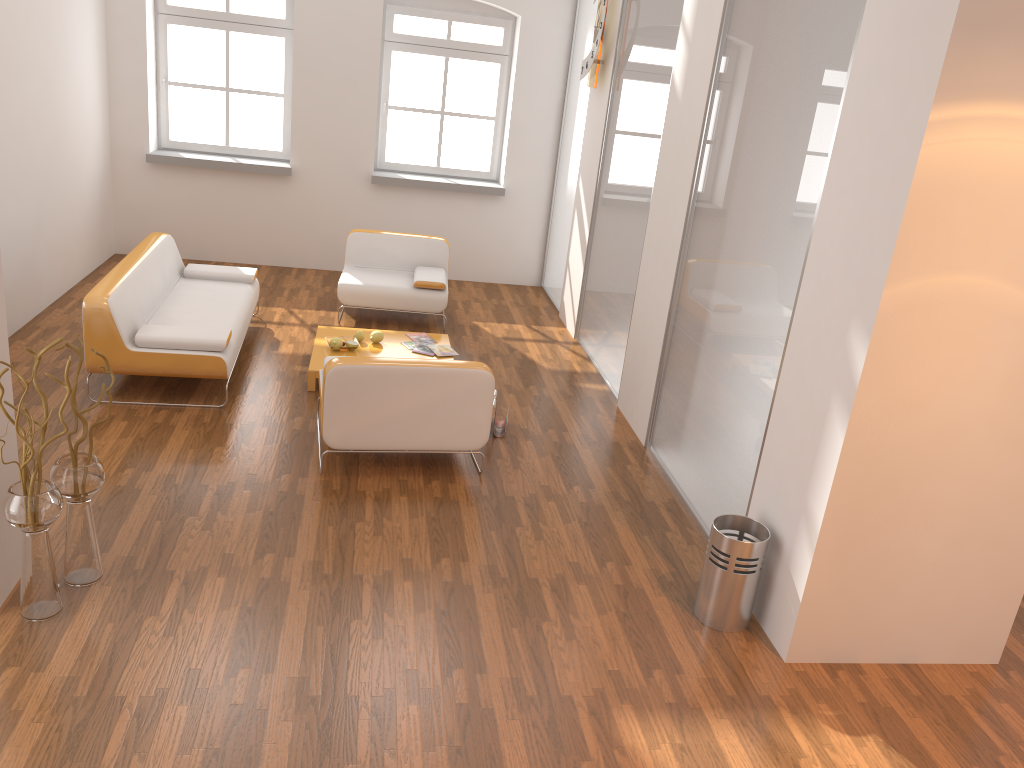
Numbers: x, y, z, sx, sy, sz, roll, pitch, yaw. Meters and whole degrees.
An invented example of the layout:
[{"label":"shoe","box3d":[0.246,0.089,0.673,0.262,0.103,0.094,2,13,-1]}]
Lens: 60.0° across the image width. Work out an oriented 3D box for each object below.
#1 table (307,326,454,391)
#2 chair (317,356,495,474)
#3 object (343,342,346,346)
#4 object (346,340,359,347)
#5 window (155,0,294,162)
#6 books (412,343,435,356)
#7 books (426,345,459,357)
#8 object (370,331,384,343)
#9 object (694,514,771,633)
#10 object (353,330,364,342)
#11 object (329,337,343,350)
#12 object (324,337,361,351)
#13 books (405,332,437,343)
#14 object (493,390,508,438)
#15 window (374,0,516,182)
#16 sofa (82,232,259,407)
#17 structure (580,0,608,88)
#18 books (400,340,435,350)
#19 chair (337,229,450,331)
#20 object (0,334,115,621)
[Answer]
[{"label":"table","box3d":[-0.935,-0.172,6.447,1.000,0.150,1.000,3,20,-10]},{"label":"chair","box3d":[-0.646,0.063,5.155,0.923,0.661,0.825,2,21,-14]},{"label":"object","box3d":[-1.235,-0.293,6.381,0.134,0.037,0.061,6,20,-3]},{"label":"object","box3d":[-1.143,-0.271,6.340,0.092,0.065,0.091,24,26,39]},{"label":"window","box3d":[-2.758,-3.083,8.580,1.308,1.737,0.142,3,20,-10]},{"label":"books","box3d":[-0.620,-0.258,6.549,0.171,0.004,0.249,11,20,12]},{"label":"books","box3d":[-0.511,-0.249,6.547,0.171,0.004,0.249,-3,22,-25]},{"label":"object","box3d":[-1.000,-0.349,6.556,0.105,0.091,0.103,1,21,-15]},{"label":"object","box3d":[0.966,0.831,3.905,0.248,0.450,0.248,20,24,31]},{"label":"object","box3d":[-1.128,-0.354,6.534,0.080,0.087,0.094,13,21,16]},{"label":"object","box3d":[-1.244,-0.285,6.284,0.102,0.095,0.101,-10,26,-38]},{"label":"object","box3d":[-1.218,-0.280,6.360,0.227,0.048,0.227,-1,21,-20]},{"label":"books","box3d":[-0.697,-0.351,6.790,0.171,0.004,0.249,-4,23,-28]},{"label":"object","box3d":[-0.120,0.184,5.651,0.189,0.217,0.281,6,20,-1]},{"label":"window","box3d":[-0.686,-2.961,8.933,1.308,1.737,0.142,3,20,-10]},{"label":"sofa","box3d":[-2.297,-0.533,6.242,0.825,0.661,2.010,3,20,-11]},{"label":"structure","box3d":[0.717,-2.827,7.209,0.125,0.800,0.605,3,20,-10]},{"label":"books","box3d":[-0.692,-0.292,6.630,0.249,0.004,0.171,-7,24,-33]},{"label":"chair","box3d":[-1.015,-0.919,7.711,0.923,0.661,0.825,4,20,-7]},{"label":"object","box3d":[-1.757,0.365,3.314,0.284,1.112,0.655,11,20,10]}]
